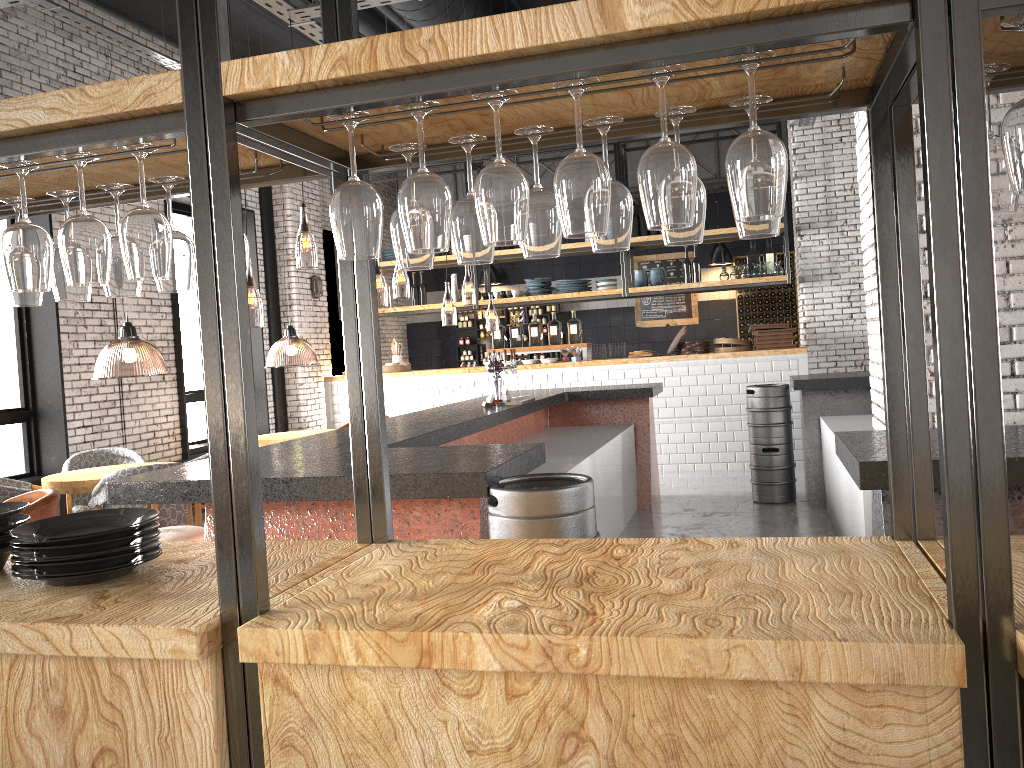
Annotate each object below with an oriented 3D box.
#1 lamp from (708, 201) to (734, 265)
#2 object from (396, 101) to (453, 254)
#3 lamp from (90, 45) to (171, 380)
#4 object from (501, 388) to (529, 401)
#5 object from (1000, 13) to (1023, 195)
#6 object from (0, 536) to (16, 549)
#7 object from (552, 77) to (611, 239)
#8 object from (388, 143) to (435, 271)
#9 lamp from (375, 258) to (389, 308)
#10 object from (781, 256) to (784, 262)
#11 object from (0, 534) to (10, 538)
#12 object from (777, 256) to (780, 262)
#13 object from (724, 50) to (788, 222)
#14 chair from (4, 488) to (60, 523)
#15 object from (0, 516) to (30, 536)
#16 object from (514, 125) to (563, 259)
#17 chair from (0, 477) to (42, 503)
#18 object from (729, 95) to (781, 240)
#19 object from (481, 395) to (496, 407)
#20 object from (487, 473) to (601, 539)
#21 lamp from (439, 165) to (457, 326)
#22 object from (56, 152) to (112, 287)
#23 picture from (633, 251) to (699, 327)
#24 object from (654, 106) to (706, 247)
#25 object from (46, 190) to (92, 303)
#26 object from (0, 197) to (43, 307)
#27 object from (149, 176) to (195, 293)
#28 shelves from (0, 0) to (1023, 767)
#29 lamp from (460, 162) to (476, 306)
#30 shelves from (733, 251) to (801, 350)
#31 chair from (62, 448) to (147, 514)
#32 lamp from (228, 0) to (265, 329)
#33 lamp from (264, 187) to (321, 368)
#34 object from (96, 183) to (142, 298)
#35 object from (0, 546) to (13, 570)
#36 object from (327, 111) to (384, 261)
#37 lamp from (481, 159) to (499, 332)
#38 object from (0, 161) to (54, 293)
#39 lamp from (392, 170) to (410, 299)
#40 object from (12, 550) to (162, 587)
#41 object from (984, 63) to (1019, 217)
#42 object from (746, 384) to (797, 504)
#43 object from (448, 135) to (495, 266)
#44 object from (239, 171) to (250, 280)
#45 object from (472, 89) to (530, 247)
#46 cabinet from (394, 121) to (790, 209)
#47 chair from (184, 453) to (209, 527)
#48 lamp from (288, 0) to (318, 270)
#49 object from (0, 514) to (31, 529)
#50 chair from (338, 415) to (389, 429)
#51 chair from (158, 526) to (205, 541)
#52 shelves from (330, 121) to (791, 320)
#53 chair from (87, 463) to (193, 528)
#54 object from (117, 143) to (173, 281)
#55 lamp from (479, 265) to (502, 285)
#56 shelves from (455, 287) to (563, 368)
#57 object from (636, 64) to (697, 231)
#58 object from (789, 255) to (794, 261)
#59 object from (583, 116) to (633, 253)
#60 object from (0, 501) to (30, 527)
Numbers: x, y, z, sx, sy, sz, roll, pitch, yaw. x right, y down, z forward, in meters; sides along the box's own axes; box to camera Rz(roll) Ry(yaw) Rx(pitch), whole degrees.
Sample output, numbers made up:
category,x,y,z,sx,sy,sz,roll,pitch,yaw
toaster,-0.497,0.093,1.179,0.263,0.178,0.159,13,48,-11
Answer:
category,x,y,z,sx,sy,sz,roll,pitch,yaw
lamp,3.120,-2.277,13.367,0.390,0.937,0.391,-3,1,18
object,-0.163,-0.378,1.634,0.101,0.267,0.101,-3,1,30
lamp,-2.839,-1.248,6.409,0.537,2.405,0.536,-4,1,-33
object,-0.040,0.075,7.439,0.200,0.106,0.767,-3,2,16
object,0.806,-0.431,1.364,0.101,0.267,0.101,-5,1,-38
object,-1.292,0.396,2.118,0.257,0.075,0.257,-3,2,15
object,0.120,-0.393,1.555,0.101,0.267,0.101,-3,1,30
object,-0.220,-0.386,1.947,0.101,0.267,0.101,-3,1,30
lamp,-0.784,-1.156,4.910,0.108,1.461,0.108,-4,1,-13
object,4.046,-1.867,13.185,0.079,0.079,0.284,-3,2,16
object,-1.292,0.388,2.118,0.257,0.075,0.257,-2,3,41
object,3.946,-1.860,13.177,0.079,0.079,0.284,-3,2,16
object,0.404,-0.409,1.476,0.101,0.267,0.101,-3,1,30
chair,-2.606,1.043,4.605,0.644,0.928,0.681,-5,2,-37
object,-1.293,0.371,2.117,0.257,0.072,0.257,-4,2,-12
object,0.055,-0.401,1.870,0.101,0.267,0.101,-3,1,30
chair,-3.562,1.047,6.163,0.644,0.928,0.681,-5,2,-30
object,0.480,-0.424,1.752,0.101,0.267,0.101,-3,1,30
object,-0.176,0.122,6.619,0.091,0.091,0.177,-4,2,-9
object,0.130,0.850,3.082,0.398,1.035,0.399,-5,1,-39
lamp,-0.487,-1.205,6.196,0.108,1.598,0.108,-4,1,-3
object,-0.886,-0.338,1.835,0.101,0.267,0.101,-4,1,-21
picture,2.404,-1.474,13.930,0.980,1.142,0.021,-3,1,16
object,0.338,-0.416,1.791,0.101,0.267,0.101,-3,1,30
object,-1.094,-0.338,2.190,0.101,0.267,0.101,-4,1,-21
object,-1.235,-0.330,2.229,0.101,0.267,0.101,-4,1,-21
object,-0.810,-0.353,2.111,0.101,0.267,0.101,-4,1,-21
shelves,0.071,-1.088,1.681,3.658,5.017,0.690,-3,1,16
lamp,-0.381,-1.406,6.838,0.108,1.598,0.108,-5,1,-42
shelves,3.851,-0.868,13.326,0.889,2.147,0.251,-3,1,16
chair,-3.217,0.989,7.102,0.681,0.928,0.643,-5,2,-30
lamp,-1.189,-1.042,3.867,0.108,1.598,0.108,-5,1,-42
lamp,-2.223,-1.373,8.641,0.537,2.405,0.536,-4,1,-33
object,-0.952,-0.345,2.150,0.101,0.267,0.101,-4,1,-21
object,-1.290,0.419,2.118,0.257,0.067,0.257,-3,2,8
object,-0.296,-0.370,1.671,0.101,0.267,0.101,-3,1,30
lamp,-0.211,-1.239,7.409,0.108,1.598,0.108,-5,1,-42
object,-1.028,-0.330,1.875,0.101,0.267,0.101,-4,1,-21
lamp,-0.740,-1.333,5.537,0.108,1.598,0.108,-5,1,-42
object,-0.955,0.417,2.006,0.306,0.035,0.306,-5,3,-37
object,0.882,-0.446,1.640,0.101,0.267,0.101,-5,1,-38
object,2.305,0.526,7.893,0.398,1.035,0.399,-5,1,-39
object,-0.087,-0.393,1.910,0.101,0.267,0.101,-3,1,30
object,-0.668,-0.361,2.071,0.101,0.267,0.101,-5,2,-43
object,-0.021,-0.385,1.594,0.101,0.267,0.101,-3,1,30
cabinet,1.115,-2.835,13.335,5.861,1.768,0.682,-3,1,16
chair,-2.272,0.934,6.911,0.644,0.928,0.681,-5,2,-30
lamp,-1.065,-1.368,4.382,0.108,1.598,0.108,-5,1,-42
object,-1.293,0.366,2.118,0.257,0.072,0.257,-3,2,15
chair,-1.504,0.798,9.181,0.681,0.928,0.644,-3,2,38
chair,-1.468,1.037,3.846,0.481,0.805,0.439,-4,1,-26
shelves,0.438,-2.545,11.157,5.675,3.065,0.598,-3,1,16
chair,-2.420,0.982,5.901,0.681,0.928,0.643,-5,2,-30
object,-0.745,-0.346,1.796,0.101,0.267,0.101,-5,2,-43
lamp,-0.378,-2.086,14.375,0.390,0.937,0.391,-3,1,18
shelves,-0.063,-0.759,14.460,1.760,1.481,0.157,-3,1,16
object,0.262,-0.401,1.516,0.101,0.267,0.101,-3,1,30
object,4.133,-1.871,13.145,0.079,0.079,0.284,-3,2,16
object,0.197,-0.409,1.831,0.101,0.267,0.101,-3,1,30
object,-1.294,0.341,2.117,0.257,0.076,0.257,-5,3,-37
